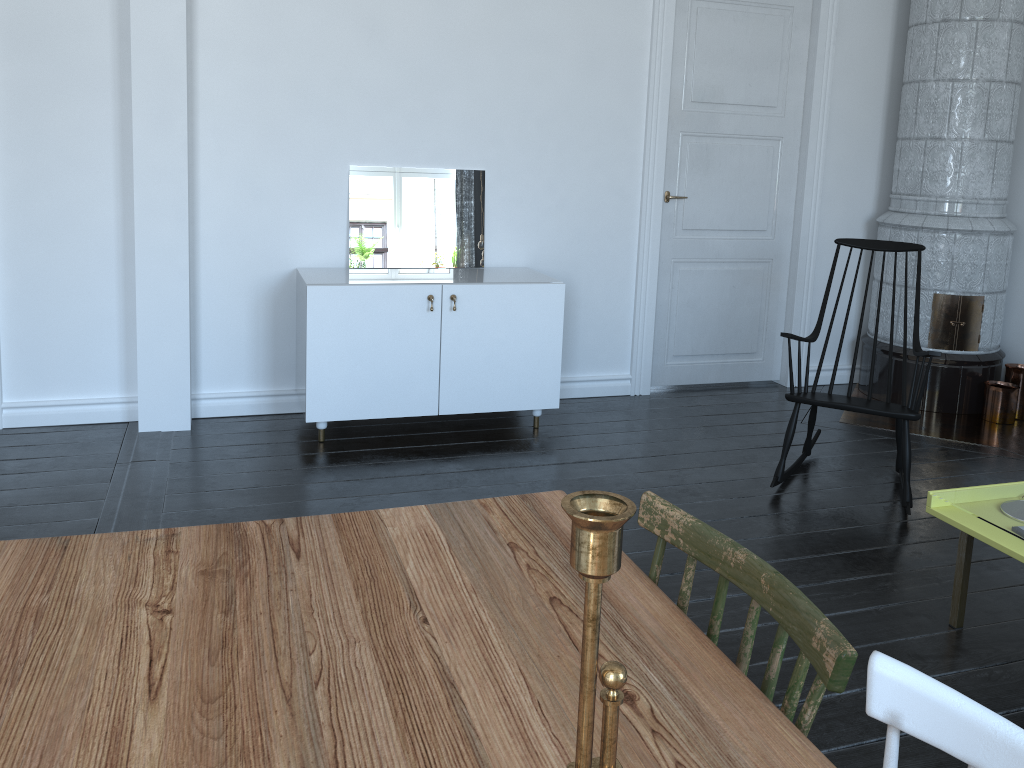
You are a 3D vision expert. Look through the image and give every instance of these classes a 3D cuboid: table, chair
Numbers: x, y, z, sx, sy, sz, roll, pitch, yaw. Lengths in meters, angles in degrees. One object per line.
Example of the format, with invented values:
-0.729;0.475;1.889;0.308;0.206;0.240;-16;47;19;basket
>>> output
-0.052;0.858;0.503;1.018;0.702;2.276;-2;15;-18;table
0.287;0.753;0.717;0.510;0.827;0.475;-1;11;-19;chair
1.725;0.680;2.070;0.601;0.391;1.432;-2;15;-18;table
1.503;-0.090;3.796;0.616;0.986;0.919;7;12;26;chair
0.101;0.637;1.158;0.486;0.812;0.476;-1;11;-20;chair

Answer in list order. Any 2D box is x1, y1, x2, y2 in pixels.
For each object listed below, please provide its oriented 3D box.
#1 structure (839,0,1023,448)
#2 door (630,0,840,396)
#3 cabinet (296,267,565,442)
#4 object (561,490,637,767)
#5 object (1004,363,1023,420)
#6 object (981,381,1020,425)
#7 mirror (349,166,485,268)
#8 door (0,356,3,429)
2.418;-1.281;4.836;0.782;2.838;1.286;7;10;26;structure
1.261;-1.175;5.053;1.170;2.431;0.118;-1;9;-19;door
-0.410;-0.162;4.279;1.201;0.722;0.602;-2;12;-18;cabinet
0.064;0.276;0.601;0.114;0.403;0.115;8;11;33;object
2.814;0.043;4.882;0.176;0.276;0.176;-1;11;-19;object
2.655;0.102;4.793;0.172;0.196;0.177;-4;13;-28;object
-0.473;-0.839;4.456;0.696;0.494;0.055;-2;9;-19;mirror
-2.771;-0.988;3.704;1.042;2.431;0.118;-1;9;-19;door
